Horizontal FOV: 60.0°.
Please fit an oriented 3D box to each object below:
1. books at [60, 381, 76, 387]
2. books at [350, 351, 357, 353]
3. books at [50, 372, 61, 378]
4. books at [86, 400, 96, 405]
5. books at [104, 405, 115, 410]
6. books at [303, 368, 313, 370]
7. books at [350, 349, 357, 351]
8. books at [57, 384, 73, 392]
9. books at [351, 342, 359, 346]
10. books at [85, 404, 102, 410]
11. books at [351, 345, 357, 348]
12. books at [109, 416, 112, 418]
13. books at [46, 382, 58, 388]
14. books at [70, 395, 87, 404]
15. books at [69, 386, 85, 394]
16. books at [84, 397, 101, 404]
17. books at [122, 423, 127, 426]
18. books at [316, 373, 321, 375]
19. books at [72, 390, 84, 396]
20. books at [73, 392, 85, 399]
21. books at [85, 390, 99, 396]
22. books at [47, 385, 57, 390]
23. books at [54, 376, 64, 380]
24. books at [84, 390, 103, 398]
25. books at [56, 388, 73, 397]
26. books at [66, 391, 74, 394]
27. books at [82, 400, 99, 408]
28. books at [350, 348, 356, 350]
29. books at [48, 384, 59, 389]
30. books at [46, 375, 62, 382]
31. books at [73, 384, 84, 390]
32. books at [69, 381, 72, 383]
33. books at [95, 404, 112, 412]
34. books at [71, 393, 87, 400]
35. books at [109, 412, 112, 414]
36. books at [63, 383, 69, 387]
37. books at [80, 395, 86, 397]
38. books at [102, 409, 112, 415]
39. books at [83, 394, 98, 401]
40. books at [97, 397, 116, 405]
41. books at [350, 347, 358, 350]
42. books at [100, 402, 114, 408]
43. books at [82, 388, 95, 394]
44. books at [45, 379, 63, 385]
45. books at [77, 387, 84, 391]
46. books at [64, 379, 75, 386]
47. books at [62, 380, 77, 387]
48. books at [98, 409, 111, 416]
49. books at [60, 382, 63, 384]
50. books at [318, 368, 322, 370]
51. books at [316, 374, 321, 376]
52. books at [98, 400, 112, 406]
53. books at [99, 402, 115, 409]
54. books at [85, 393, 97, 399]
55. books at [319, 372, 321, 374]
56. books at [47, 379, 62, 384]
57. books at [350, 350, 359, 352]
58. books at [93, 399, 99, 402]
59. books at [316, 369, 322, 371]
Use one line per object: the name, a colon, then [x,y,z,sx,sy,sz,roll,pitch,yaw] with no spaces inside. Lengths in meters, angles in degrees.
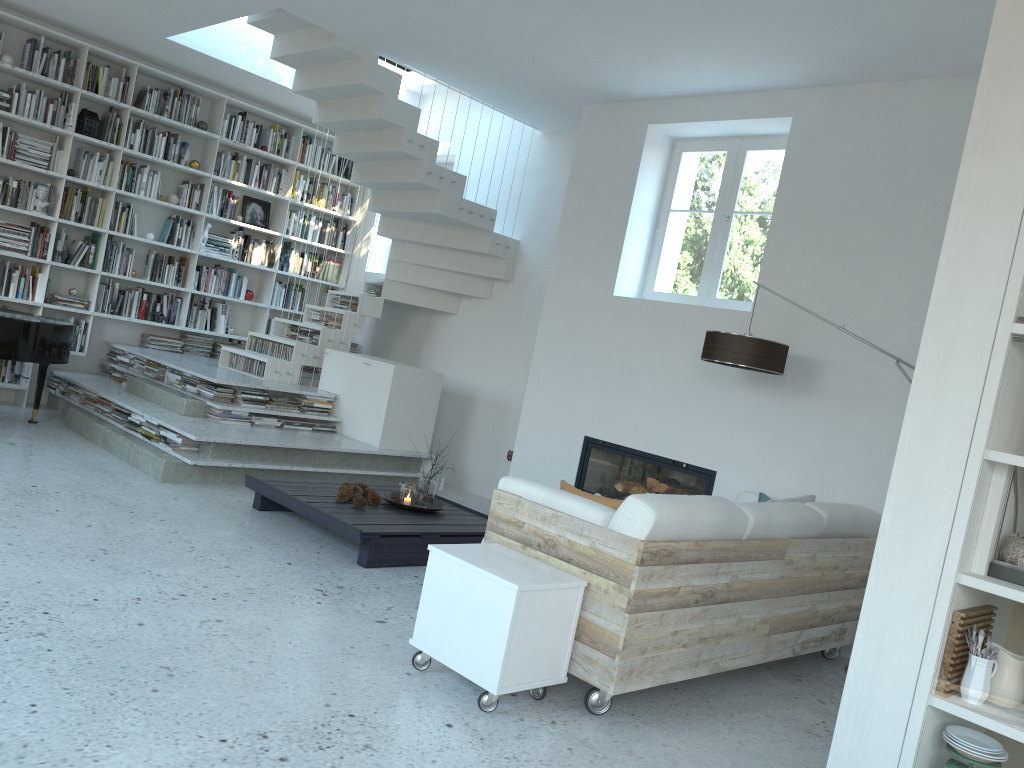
books: [-3.765,0.007,7.642,0.160,0.009,0.291,10,3,-43]
books: [-1.763,-0.358,9.207,0.249,0.006,0.189,10,3,-45]
books: [-3.960,-0.068,7.848,0.234,0.014,0.158,13,3,43]
books: [-3.346,0.159,7.210,0.165,0.012,0.204,10,3,-45]
books: [-3.119,0.187,6.999,0.140,0.013,0.180,10,3,-44]
books: [-2.339,-0.190,9.595,0.328,0.008,0.207,10,3,-45]
books: [-1.745,-0.373,9.192,0.250,0.007,0.131,10,2,-41]
books: [-3.784,0.041,7.631,0.191,0.028,0.212,10,2,-41]
books: [-1.746,-0.434,9.202,0.268,0.026,0.161,10,2,-40]
books: [-3.353,0.191,7.211,0.180,0.014,0.157,13,2,42]
books: [-1.747,-0.408,9.199,0.157,0.025,0.234,13,2,41]
books: [-3.134,0.245,6.998,0.236,0.008,0.148,13,3,44]
books: [-3.988,0.019,7.842,0.180,0.012,0.261,10,3,-42]
books: [-3.575,0.133,7.421,0.177,0.026,0.230,10,3,-42]
books: [-3.561,0.060,7.418,0.293,0.015,0.180,13,3,43]
books: [-3.346,0.139,7.205,0.245,0.011,0.159,13,2,41]
books: [-2.923,0.293,6.777,0.142,0.012,0.290,10,2,-41]
books: [-1.908,-0.080,9.372,0.142,0.010,0.298,13,3,44]
books: [-3.562,0.078,7.421,0.171,0.020,0.193,10,2,-41]
books: [-3.555,0.105,7.434,0.149,0.007,0.300,10,3,-45]
books: [-3.334,0.076,7.201,0.227,0.011,0.174,13,3,44]
books: [-3.985,0.042,7.851,0.172,0.016,0.241,10,3,-45]
books: [-3.953,-0.051,7.859,0.133,0.017,0.230,10,3,-44]
books: [-3.339,0.089,7.200,0.252,0.015,0.171,13,2,42]
books: [-3.787,0.082,7.638,0.189,0.030,0.237,10,3,-45]
books: [-3.774,0.063,7.646,0.206,0.012,0.147,13,2,40]
books: [-3.351,0.170,7.207,0.292,0.012,0.159,13,2,42]
books: [-1.747,-0.380,9.194,0.146,0.006,0.295,13,3,43]
books: [-3.983,0.030,7.849,0.232,0.009,0.155,13,2,40]
books: [-3.981,-0.041,7.834,0.243,0.013,0.191,13,2,41]
books: [-3.548,0.033,7.424,0.159,0.006,0.284,10,3,-43]
books: [-3.751,-0.024,7.647,0.137,0.018,0.200,10,2,-41]
books: [-3.137,0.197,6.984,0.182,0.013,0.287,10,3,-44]
books: [-3.566,0.114,7.425,0.172,0.014,0.220,10,3,-44]
books: [-3.125,0.225,7.003,0.132,0.009,0.269,10,3,-44]
books: [-3.759,0.022,7.650,0.143,0.019,0.230,10,3,-44]
books: [-3.554,0.095,7.433,0.148,0.012,0.206,10,3,-44]
books: [-3.127,0.231,7.002,0.129,0.005,0.295,10,3,-43]
books: [-3.345,0.116,7.200,0.241,0.009,0.169,13,2,41]
books: [-3.128,0.141,6.980,0.249,0.012,0.179,13,2,42]
books: [-1.759,-0.392,9.208,0.278,0.012,0.177,10,2,-41]
books: [-3.125,0.166,6.989,0.169,0.009,0.241,10,3,-45]
books: [-3.343,0.067,7.190,0.224,0.005,0.193,13,2,41]
books: [-3.984,-0.006,7.840,0.278,0.012,0.177,13,2,41]
books: [-3.541,0.047,7.433,0.130,0.018,0.255,10,3,-42]
books: [-3.751,-0.008,7.651,0.135,0.014,0.297,10,3,-44]
books: [-3.757,0.001,7.648,0.290,0.005,0.126,13,2,40]
books: [-3.143,0.235,6.987,0.161,0.008,0.253,10,2,-40]
books: [-3.962,-0.024,7.857,0.257,0.013,0.136,13,3,43]
books: [-1.906,-0.138,9.378,0.159,0.015,0.254,13,2,42]
books: [-1.913,-0.074,9.376,0.186,0.004,0.265,13,3,44]
books: [-3.128,0.154,6.982,0.235,0.014,0.166,13,2,40]
books: [-3.123,0.176,6.992,0.155,0.009,0.297,10,3,-44]
books: [-3.347,0.103,7.195,0.182,0.016,0.198,10,2,-40]
books: [-1.907,-0.093,9.372,0.138,0.017,0.237,13,2,42]
books: [-3.980,-0.016,7.841,0.210,0.009,0.188,13,3,44]
books: [-1.744,-0.363,9.189,0.128,0.013,0.296,13,3,43]
books: [-3.334,0.129,7.214,0.140,0.013,0.180,10,3,-42]
books: [-1.906,-0.125,9.376,0.286,0.011,0.165,10,3,-45]
